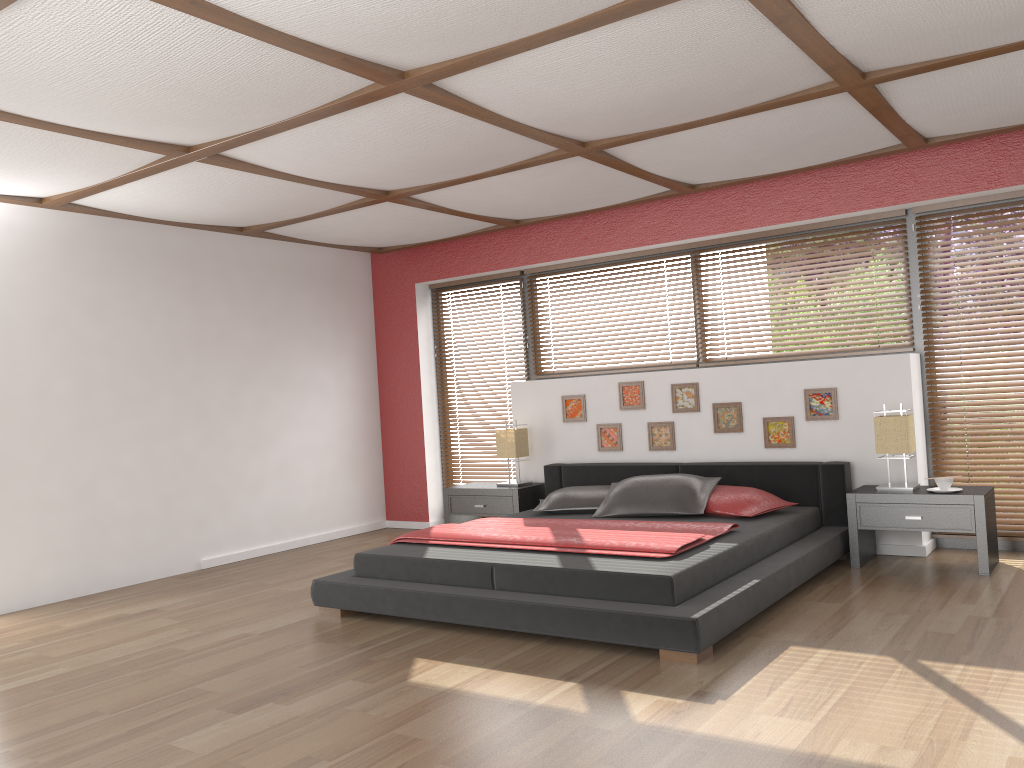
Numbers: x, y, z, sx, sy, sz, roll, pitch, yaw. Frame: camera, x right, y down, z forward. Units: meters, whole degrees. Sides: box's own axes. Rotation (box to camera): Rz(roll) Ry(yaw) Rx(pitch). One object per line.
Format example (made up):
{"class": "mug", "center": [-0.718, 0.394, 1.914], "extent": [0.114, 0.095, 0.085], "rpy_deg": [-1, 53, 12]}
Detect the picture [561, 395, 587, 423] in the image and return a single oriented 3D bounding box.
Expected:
{"class": "picture", "center": [0.460, 0.183, 6.579], "extent": [0.200, 0.200, 0.010], "rpy_deg": [-4, -1, 35]}

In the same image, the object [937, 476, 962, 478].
{"class": "object", "center": [2.380, 0.514, 4.878], "extent": [0.192, 0.007, 0.007], "rpy_deg": [-3, -1, 0]}

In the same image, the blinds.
{"class": "blinds", "center": [1.338, 0.026, 6.306], "extent": [4.840, 1.952, 0.032], "rpy_deg": [-4, -1, 35]}

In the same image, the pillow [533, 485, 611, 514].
{"class": "pillow", "center": [0.516, 0.763, 5.847], "extent": [0.745, 0.172, 0.418], "rpy_deg": [-4, -1, 10]}

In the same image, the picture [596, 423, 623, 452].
{"class": "picture", "center": [0.705, 0.387, 6.412], "extent": [0.200, 0.200, 0.010], "rpy_deg": [-4, -1, 35]}

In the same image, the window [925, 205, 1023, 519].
{"class": "window", "center": [2.968, -0.123, 5.240], "extent": [0.889, 1.893, 0.020], "rpy_deg": [-4, -1, 35]}

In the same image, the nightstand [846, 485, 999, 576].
{"class": "nightstand", "center": [2.309, 0.808, 4.998], "extent": [0.700, 0.423, 0.413], "rpy_deg": [-4, -1, 35]}

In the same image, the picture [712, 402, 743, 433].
{"class": "picture", "center": [1.434, 0.224, 5.896], "extent": [0.200, 0.200, 0.010], "rpy_deg": [-4, -1, 35]}

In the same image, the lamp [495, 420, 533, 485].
{"class": "lamp", "center": [0.005, 0.509, 6.657], "extent": [0.200, 0.480, 0.200], "rpy_deg": [-4, -1, 35]}

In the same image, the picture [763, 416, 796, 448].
{"class": "picture", "center": [1.717, 0.312, 5.699], "extent": [0.200, 0.200, 0.010], "rpy_deg": [-4, -1, 35]}

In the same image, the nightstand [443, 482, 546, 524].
{"class": "nightstand", "center": [-0.120, 0.980, 6.709], "extent": [0.700, 0.423, 0.413], "rpy_deg": [-4, -1, 35]}

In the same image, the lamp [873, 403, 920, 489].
{"class": "lamp", "center": [2.207, 0.353, 5.105], "extent": [0.200, 0.480, 0.200], "rpy_deg": [-4, -1, 35]}

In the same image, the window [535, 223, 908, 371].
{"class": "window", "center": [1.345, -0.553, 6.368], "extent": [2.817, 0.786, 0.020], "rpy_deg": [-4, -1, 35]}

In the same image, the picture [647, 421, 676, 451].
{"class": "picture", "center": [1.040, 0.364, 6.176], "extent": [0.200, 0.200, 0.010], "rpy_deg": [-4, -1, 35]}

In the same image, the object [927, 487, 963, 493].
{"class": "object", "center": [2.378, 0.584, 4.875], "extent": [0.179, 0.012, 0.179], "rpy_deg": [-3, -1, -30]}

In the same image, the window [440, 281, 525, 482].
{"class": "window", "center": [-0.216, 0.101, 7.484], "extent": [0.889, 1.893, 0.020], "rpy_deg": [-4, -1, 35]}

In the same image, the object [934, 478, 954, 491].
{"class": "object", "center": [2.376, 0.552, 4.876], "extent": [0.099, 0.069, 0.099], "rpy_deg": [-3, -1, -30]}

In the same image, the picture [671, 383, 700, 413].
{"class": "picture", "center": [1.185, 0.095, 6.066], "extent": [0.200, 0.200, 0.010], "rpy_deg": [-4, -1, 35]}

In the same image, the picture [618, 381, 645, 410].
{"class": "picture", "center": [0.850, 0.083, 6.301], "extent": [0.200, 0.200, 0.010], "rpy_deg": [-4, -1, 35]}

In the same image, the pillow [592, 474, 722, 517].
{"class": "pillow", "center": [0.882, 0.684, 5.482], "extent": [0.744, 0.241, 0.386], "rpy_deg": [-4, -1, 31]}

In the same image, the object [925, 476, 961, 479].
{"class": "object", "center": [2.361, 0.515, 4.865], "extent": [0.192, 0.007, 0.007], "rpy_deg": [-4, -1, 5]}

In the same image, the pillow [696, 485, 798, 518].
{"class": "pillow", "center": [1.291, 0.709, 5.366], "extent": [0.418, 0.172, 0.745], "rpy_deg": [-3, -1, -36]}

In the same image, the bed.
{"class": "bed", "center": [0.398, 0.850, 5.119], "extent": [2.469, 0.577, 2.413], "rpy_deg": [-4, -1, 35]}

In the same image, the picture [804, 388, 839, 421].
{"class": "picture", "center": [1.931, 0.127, 5.543], "extent": [0.200, 0.200, 0.010], "rpy_deg": [-4, -1, 35]}
